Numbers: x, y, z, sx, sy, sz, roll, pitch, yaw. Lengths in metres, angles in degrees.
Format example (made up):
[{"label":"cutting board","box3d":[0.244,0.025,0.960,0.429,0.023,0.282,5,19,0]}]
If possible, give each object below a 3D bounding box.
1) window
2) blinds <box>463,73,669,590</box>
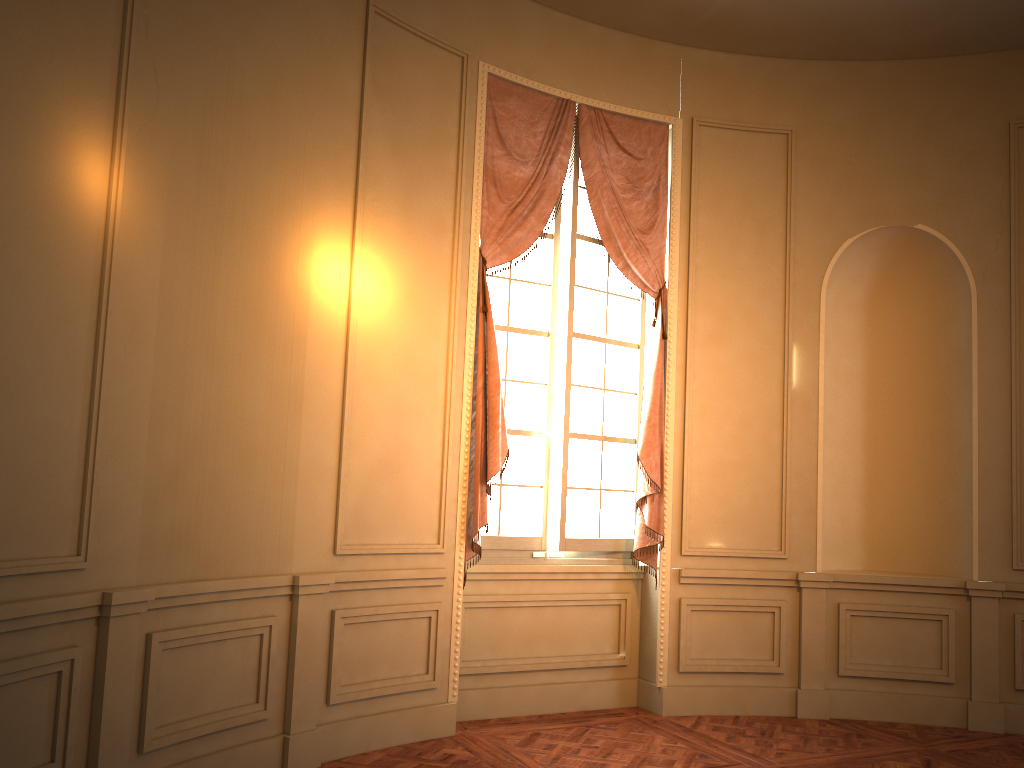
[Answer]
[{"label":"window","box3d":[0.295,-0.313,5.477,1.335,2.828,0.150,5,-6,-27]},{"label":"blinds","box3d":[0.398,-0.269,5.274,1.360,2.968,0.281,5,-6,-28]}]
